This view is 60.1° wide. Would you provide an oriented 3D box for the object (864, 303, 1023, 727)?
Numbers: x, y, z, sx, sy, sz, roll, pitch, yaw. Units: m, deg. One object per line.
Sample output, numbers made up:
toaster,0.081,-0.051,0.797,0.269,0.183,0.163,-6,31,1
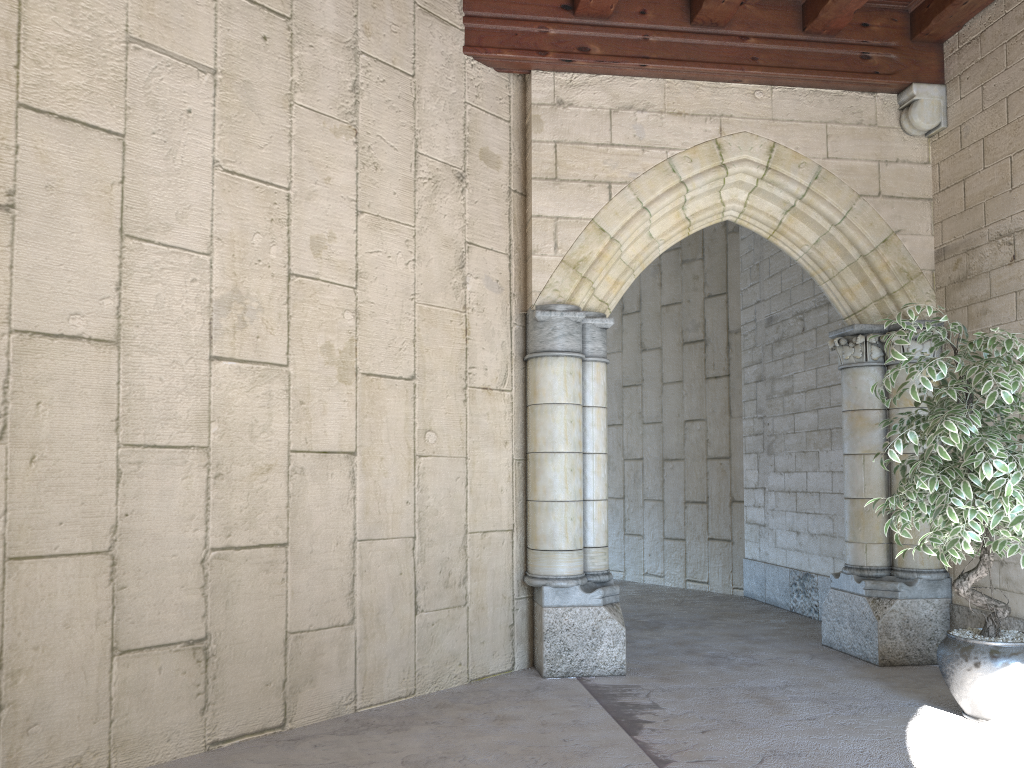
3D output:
object,1.784,0.484,3.415,0.787,1.613,0.753,-2,-4,23
